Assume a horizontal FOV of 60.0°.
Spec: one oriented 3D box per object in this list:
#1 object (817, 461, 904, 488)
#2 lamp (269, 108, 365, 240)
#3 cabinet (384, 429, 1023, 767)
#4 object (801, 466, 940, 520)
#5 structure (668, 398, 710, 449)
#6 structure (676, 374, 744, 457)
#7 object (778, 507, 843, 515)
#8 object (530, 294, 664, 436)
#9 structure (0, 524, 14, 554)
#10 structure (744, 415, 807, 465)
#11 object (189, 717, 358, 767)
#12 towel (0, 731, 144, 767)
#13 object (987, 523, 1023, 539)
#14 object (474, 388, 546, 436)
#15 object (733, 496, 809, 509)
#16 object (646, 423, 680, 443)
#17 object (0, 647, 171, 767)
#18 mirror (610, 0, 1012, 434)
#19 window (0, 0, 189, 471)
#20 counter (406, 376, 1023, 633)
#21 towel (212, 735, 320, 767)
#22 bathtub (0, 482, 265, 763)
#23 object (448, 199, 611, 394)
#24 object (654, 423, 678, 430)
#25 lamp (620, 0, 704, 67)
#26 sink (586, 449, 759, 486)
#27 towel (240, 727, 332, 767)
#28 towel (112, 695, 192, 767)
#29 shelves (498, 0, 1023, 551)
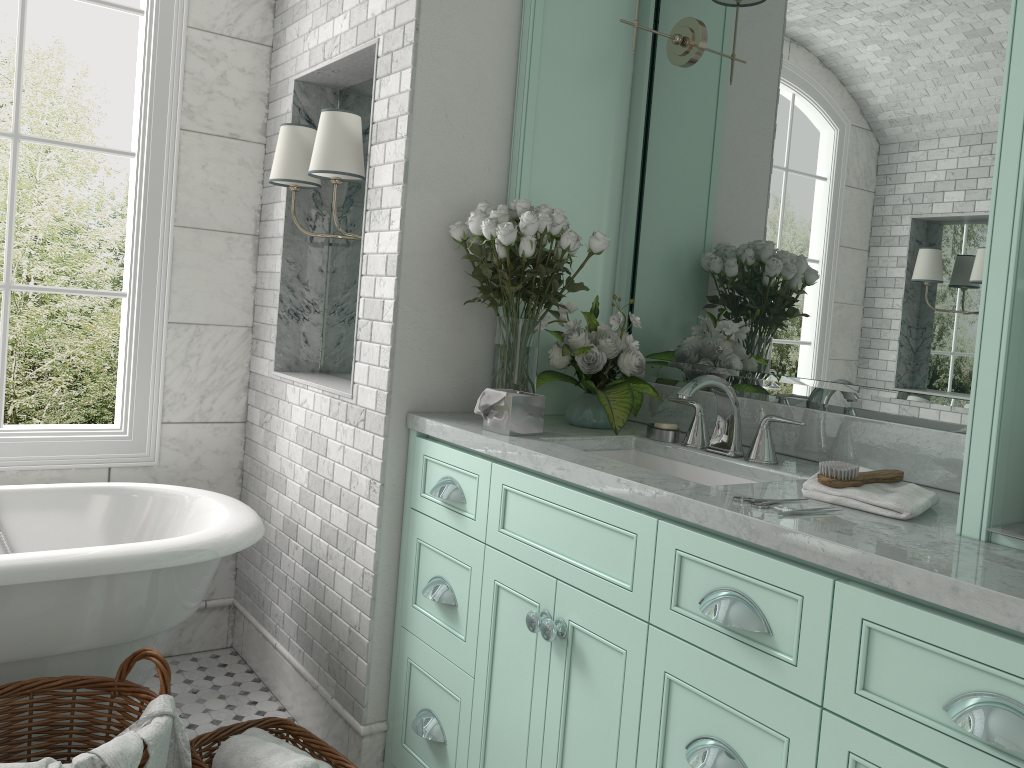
[{"bbox_3d":[0.729,0.185,1.830,0.228,0.044,0.068,2,5,-26],"label":"object"},{"bbox_3d":[-0.615,-0.699,3.035,0.308,0.382,0.549,2,5,-35],"label":"lamp"},{"bbox_3d":[0.761,0.841,1.713,0.862,1.096,2.806,2,5,-35],"label":"cabinet"},{"bbox_3d":[0.721,0.216,1.810,0.239,0.056,0.318,1,6,-38],"label":"object"},{"bbox_3d":[0.477,0.104,2.421,0.158,0.121,0.083,8,5,39],"label":"structure"},{"bbox_3d":[0.512,0.079,2.250,0.103,0.204,0.234,8,5,44],"label":"structure"},{"bbox_3d":[0.549,0.234,1.635,0.167,0.005,0.020,2,6,-31],"label":"object"},{"bbox_3d":[0.261,-0.067,2.648,0.394,0.402,0.454,2,5,-33],"label":"object"},{"bbox_3d":[-1.878,0.478,2.696,0.778,1.283,0.341,3,3,-25],"label":"structure"},{"bbox_3d":[0.658,0.139,2.195,0.158,0.121,0.083,8,5,39],"label":"structure"},{"bbox_3d":[-0.609,1.104,2.277,0.345,0.260,0.552,1,6,-44],"label":"object"},{"bbox_3d":[-0.991,0.945,1.879,0.399,0.437,0.485,2,4,-34],"label":"towel"},{"bbox_3d":[1.072,0.272,1.475,0.438,0.008,0.351,1,6,-35],"label":"object"},{"bbox_3d":[-0.012,0.072,2.383,0.147,0.112,0.136,1,5,-39],"label":"object"},{"bbox_3d":[0.499,0.224,1.719,0.175,0.007,0.075,0,7,-43],"label":"object"},{"bbox_3d":[0.425,0.137,2.494,0.079,0.035,0.134,3,5,-17],"label":"object"},{"bbox_3d":[-1.043,0.940,1.958,0.518,0.569,0.520,4,4,-3],"label":"object"},{"bbox_3d":[0.809,-0.908,2.342,0.015,1.929,1.440,3,4,-35],"label":"mirror"},{"bbox_3d":[-2.039,-0.865,2.861,1.829,2.319,0.118,2,3,-35],"label":"window"},{"bbox_3d":[0.829,0.210,1.698,0.823,0.181,2.816,1,6,-35],"label":"counter"},{"bbox_3d":[-0.608,0.992,2.186,0.322,0.211,0.149,8,5,37],"label":"towel"},{"bbox_3d":[-1.772,0.751,2.355,2.163,0.756,0.944,1,5,-35],"label":"bathtub"},{"bbox_3d":[0.021,-0.202,2.548,0.391,0.652,0.357,3,3,-24],"label":"object"},{"bbox_3d":[0.430,0.118,2.475,0.051,0.022,0.077,4,5,-14],"label":"object"},{"bbox_3d":[0.428,-1.220,2.655,0.308,0.487,0.183,2,4,-36],"label":"lamp"},{"bbox_3d":[0.373,0.248,2.181,0.346,0.079,0.604,1,6,-35],"label":"sink"},{"bbox_3d":[-0.598,1.028,2.329,0.313,0.185,0.164,7,4,25],"label":"towel"},{"bbox_3d":[-0.986,0.961,1.957,0.460,0.468,0.383,5,3,4],"label":"towel"},{"bbox_3d":[1.005,-0.797,1.713,0.464,2.119,2.818,3,4,-35],"label":"shelves"}]
